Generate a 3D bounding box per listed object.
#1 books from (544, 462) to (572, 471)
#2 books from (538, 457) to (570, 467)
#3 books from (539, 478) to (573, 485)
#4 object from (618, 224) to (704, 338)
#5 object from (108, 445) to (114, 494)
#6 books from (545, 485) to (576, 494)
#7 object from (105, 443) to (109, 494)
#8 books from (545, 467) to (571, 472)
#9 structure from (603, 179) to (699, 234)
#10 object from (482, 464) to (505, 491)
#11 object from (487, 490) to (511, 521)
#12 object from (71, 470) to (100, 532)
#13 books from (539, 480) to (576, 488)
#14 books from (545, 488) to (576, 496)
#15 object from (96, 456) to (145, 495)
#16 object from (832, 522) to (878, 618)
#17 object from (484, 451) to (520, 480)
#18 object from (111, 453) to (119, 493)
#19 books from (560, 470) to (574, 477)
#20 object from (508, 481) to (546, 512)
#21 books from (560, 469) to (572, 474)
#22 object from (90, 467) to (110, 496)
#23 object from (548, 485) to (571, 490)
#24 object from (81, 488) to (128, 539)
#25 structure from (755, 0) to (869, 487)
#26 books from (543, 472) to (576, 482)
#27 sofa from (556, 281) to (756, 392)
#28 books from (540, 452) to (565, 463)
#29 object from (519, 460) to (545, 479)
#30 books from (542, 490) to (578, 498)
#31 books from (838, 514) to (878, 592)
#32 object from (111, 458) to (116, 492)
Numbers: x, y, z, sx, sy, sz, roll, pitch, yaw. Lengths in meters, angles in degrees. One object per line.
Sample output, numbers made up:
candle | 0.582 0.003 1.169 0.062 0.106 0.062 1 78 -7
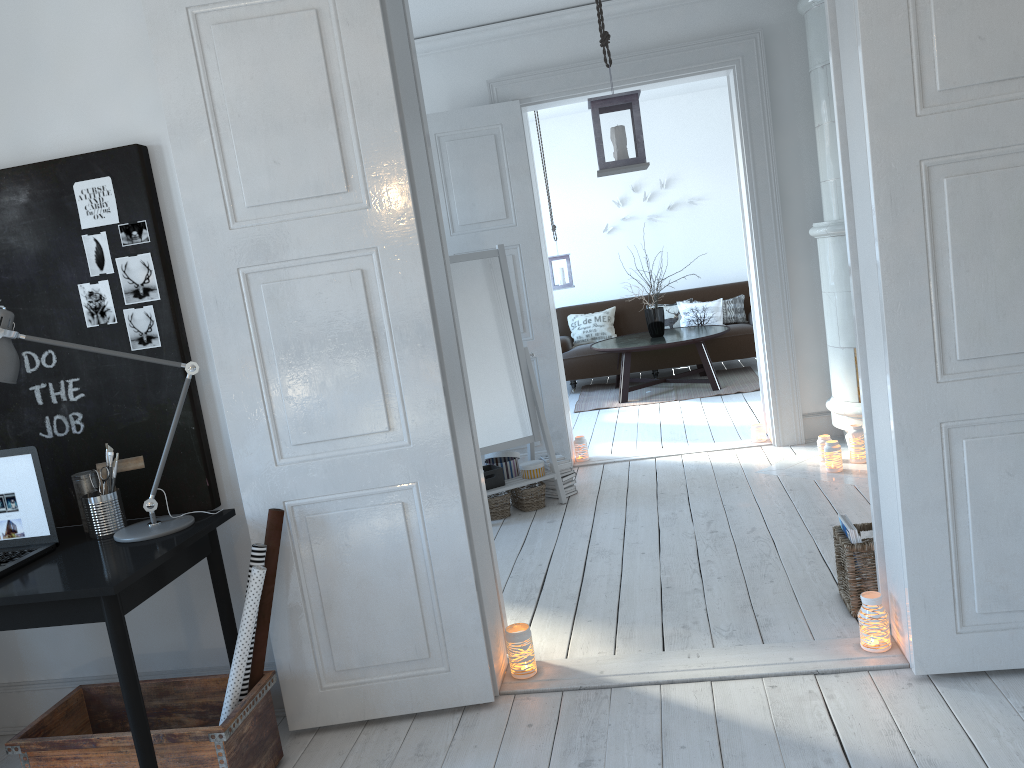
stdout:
books | 0.254 0.468 5.197 0.128 0.026 0.200 -11 8 -19
books | 0.245 0.448 5.198 0.132 0.017 0.186 -11 8 -17
books | 0.254 0.566 5.223 0.167 0.022 0.128 -1 11 43
object | 1.391 -0.966 8.122 0.844 1.069 0.524 -12 9 -19
object | -1.224 0.319 2.704 0.062 0.264 0.012 -15 11 -37
books | 0.269 0.613 5.226 0.128 0.016 0.180 -14 9 -35
object | -1.229 0.317 2.704 0.008 0.268 0.060 -4 10 26
books | 0.250 0.490 5.207 0.128 0.016 0.180 -11 8 -19
structure | 1.434 -1.886 9.298 1.025 0.479 0.085 -7 9 10
object | -0.151 0.526 4.957 0.165 0.103 0.155 -12 9 -25
object | -0.112 0.676 5.023 0.185 0.140 0.295 -11 8 -18
object | -1.322 0.370 2.786 0.079 0.189 0.078 -10 9 -11
books | 0.265 0.585 5.221 0.132 0.017 0.187 -16 11 -43
books | 0.272 0.629 5.231 0.128 0.016 0.176 -15 10 -39
object | -1.195 0.337 2.742 0.138 0.209 0.034 -10 9 -10
object | 1.309 0.650 3.146 0.270 0.265 0.223 -7 8 10
object | -0.058 0.454 5.166 0.207 0.159 0.240 -6 8 17
object | -1.211 0.332 2.689 0.084 0.240 0.009 -11 9 -13
books | 0.260 0.521 5.216 0.128 0.016 0.178 -14 10 -37
object | 0.085 0.636 5.095 0.185 0.140 0.295 -11 8 -18
books | 0.253 0.505 5.212 0.128 0.016 0.176 -12 8 -23
object | -1.256 0.354 2.711 0.081 0.199 0.050 -3 10 34
object | 0.261 0.597 5.236 0.111 0.014 0.156 -15 10 -37
object | -1.241 0.394 2.704 0.108 0.129 0.108 -5 9 25
structure | 1.920 -0.911 4.909 1.245 2.835 0.800 -15 10 -35
books | 0.262 0.542 5.210 0.193 0.022 0.128 -2 10 42
sofa | 1.508 -0.490 9.061 2.166 0.827 0.966 -7 8 10
books | 0.236 0.431 5.209 0.111 0.014 0.156 -10 8 -11
object | 0.117 0.486 5.047 0.142 0.075 0.142 -10 8 -6
books | 0.279 0.645 5.235 0.128 0.016 0.178 -16 10 -42
books | 1.292 0.619 3.144 0.201 0.301 0.179 -7 9 10
object | -1.220 0.342 2.697 0.009 0.222 0.082 -2 11 39
